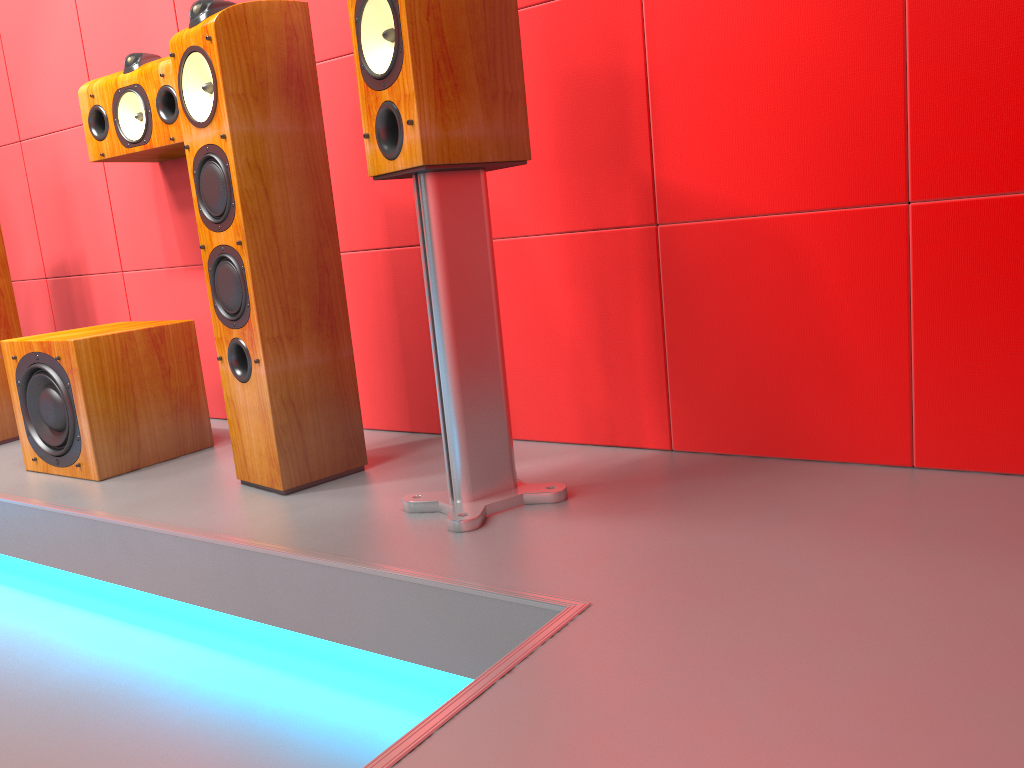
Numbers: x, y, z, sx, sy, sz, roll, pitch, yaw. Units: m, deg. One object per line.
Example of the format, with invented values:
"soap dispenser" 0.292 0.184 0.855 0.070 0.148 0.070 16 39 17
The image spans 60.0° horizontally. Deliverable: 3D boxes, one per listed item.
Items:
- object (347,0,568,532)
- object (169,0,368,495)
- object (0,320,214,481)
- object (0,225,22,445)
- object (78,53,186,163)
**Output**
"object" -0.104 -0.284 1.650 0.265 1.058 0.231 -13 12 -34
"object" -0.542 -0.298 1.982 0.203 1.052 0.238 5 14 44
"object" -1.103 0.031 2.425 0.360 0.360 0.360 2 12 35
"object" -1.758 -0.325 2.799 0.203 1.052 0.238 -1 11 25
"object" -0.996 -0.804 2.546 0.493 0.271 0.235 2 12 35
